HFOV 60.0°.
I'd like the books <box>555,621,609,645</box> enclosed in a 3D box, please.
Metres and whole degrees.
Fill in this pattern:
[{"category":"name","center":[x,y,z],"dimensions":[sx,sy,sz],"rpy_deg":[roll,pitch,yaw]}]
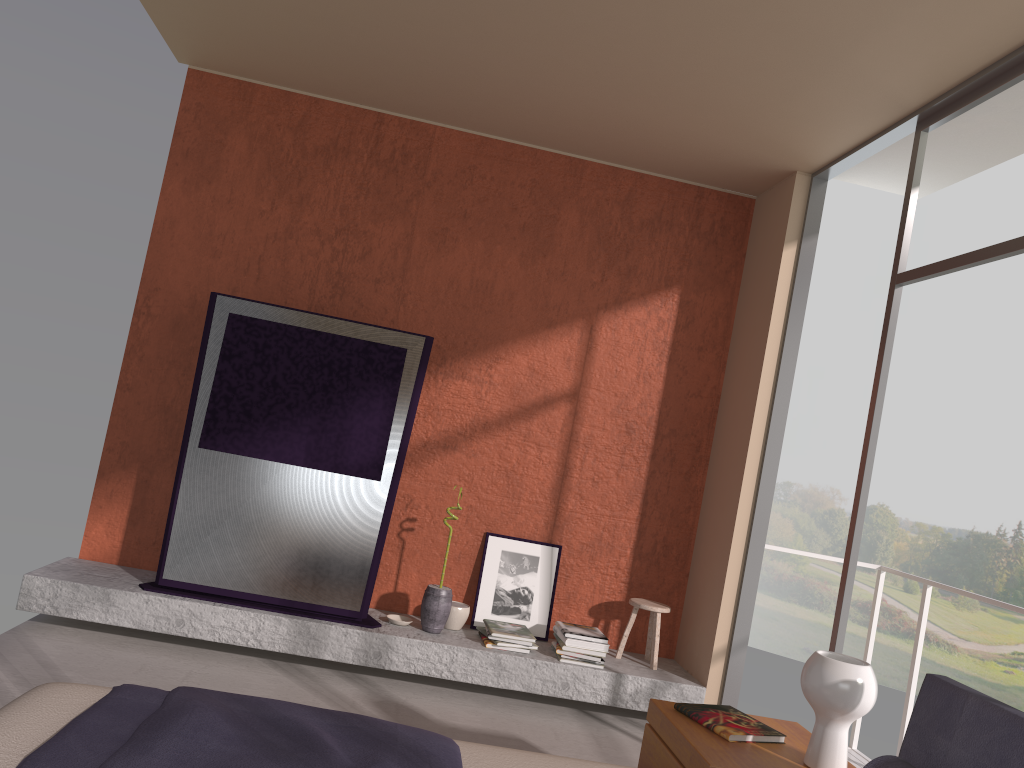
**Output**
[{"category":"books","center":[0.384,1.375,4.910],"dimensions":[0.247,0.025,0.287],"rpy_deg":[11,-4,-7]}]

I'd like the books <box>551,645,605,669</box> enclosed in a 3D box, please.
[{"category":"books","center":[0.360,1.503,4.896],"dimensions":[0.247,0.018,0.328],"rpy_deg":[11,-4,-5]}]

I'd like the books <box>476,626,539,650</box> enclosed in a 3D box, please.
[{"category":"books","center":[-0.029,1.400,4.890],"dimensions":[0.247,0.018,0.328],"rpy_deg":[12,-4,-22]}]

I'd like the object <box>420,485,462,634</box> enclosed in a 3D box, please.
[{"category":"object","center":[-0.365,0.957,4.873],"dimensions":[0.165,0.810,0.165],"rpy_deg":[10,-4,17]}]

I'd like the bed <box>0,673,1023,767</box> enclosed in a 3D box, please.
[{"category":"bed","center":[0.025,1.005,1.486],"dimensions":[2.462,0.959,2.017],"rpy_deg":[11,-4,-6]}]

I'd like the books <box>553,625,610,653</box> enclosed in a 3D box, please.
[{"category":"books","center":[0.379,1.406,4.902],"dimensions":[0.247,0.038,0.319],"rpy_deg":[12,-4,-9]}]

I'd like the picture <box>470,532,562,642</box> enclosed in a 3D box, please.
[{"category":"picture","center":[0.029,1.183,5.186],"dimensions":[0.458,0.550,0.117],"rpy_deg":[11,-4,-6]}]

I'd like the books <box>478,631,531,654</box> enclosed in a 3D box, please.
[{"category":"books","center":[-0.045,1.419,4.878],"dimensions":[0.247,0.025,0.287],"rpy_deg":[12,-4,-10]}]

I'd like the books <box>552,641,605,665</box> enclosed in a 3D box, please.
[{"category":"books","center":[0.363,1.486,4.903],"dimensions":[0.247,0.018,0.287],"rpy_deg":[11,-4,-7]}]

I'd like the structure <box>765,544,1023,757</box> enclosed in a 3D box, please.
[{"category":"structure","center":[2.087,1.273,1.071],"dimensions":[0.728,1.005,7.689],"rpy_deg":[11,-4,-6]}]

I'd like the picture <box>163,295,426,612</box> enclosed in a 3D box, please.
[{"category":"picture","center":[-1.161,0.365,4.711],"dimensions":[1.129,1.496,0.126],"rpy_deg":[11,-4,-6]}]

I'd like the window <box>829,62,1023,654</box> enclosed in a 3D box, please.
[{"category":"window","center":[1.907,0.222,0.899],"dimensions":[0.075,3.133,6.106],"rpy_deg":[11,-4,-6]}]

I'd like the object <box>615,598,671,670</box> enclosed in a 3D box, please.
[{"category":"object","center":[0.775,1.433,5.090],"dimensions":[0.257,0.349,0.260],"rpy_deg":[14,-5,-37]}]

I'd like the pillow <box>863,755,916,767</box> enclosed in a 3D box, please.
[{"category":"pillow","center":[1.067,1.033,1.598],"dimensions":[0.205,0.201,1.470],"rpy_deg":[11,-4,-6]}]

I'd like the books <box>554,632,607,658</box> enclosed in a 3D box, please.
[{"category":"books","center":[0.373,1.438,4.900],"dimensions":[0.247,0.027,0.328],"rpy_deg":[11,-4,-5]}]

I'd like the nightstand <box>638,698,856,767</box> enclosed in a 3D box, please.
[{"category":"nightstand","center":[0.751,1.435,2.869],"dimensions":[0.562,0.556,0.628],"rpy_deg":[11,-4,-6]}]

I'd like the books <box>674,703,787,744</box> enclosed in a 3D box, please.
[{"category":"books","center":[0.732,1.142,2.992],"dimensions":[0.247,0.025,0.287],"rpy_deg":[13,-4,-26]}]

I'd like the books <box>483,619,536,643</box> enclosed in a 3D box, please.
[{"category":"books","center":[-0.017,1.357,4.883],"dimensions":[0.247,0.018,0.328],"rpy_deg":[12,-4,-9]}]

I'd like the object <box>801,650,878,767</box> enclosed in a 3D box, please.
[{"category":"object","center":[0.993,1.013,2.733],"dimensions":[0.224,0.338,0.224],"rpy_deg":[11,-4,5]}]

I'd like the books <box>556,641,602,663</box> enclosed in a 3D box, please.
[{"category":"books","center":[0.366,1.463,4.879],"dimensions":[0.247,0.025,0.287],"rpy_deg":[11,-4,4]}]

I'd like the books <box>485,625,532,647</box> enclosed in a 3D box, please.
[{"category":"books","center":[-0.020,1.378,4.877],"dimensions":[0.247,0.025,0.287],"rpy_deg":[11,-4,-4]}]

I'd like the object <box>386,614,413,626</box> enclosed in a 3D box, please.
[{"category":"object","center":[-0.621,1.309,4.883],"dimensions":[0.152,0.040,0.152],"rpy_deg":[9,-4,29]}]

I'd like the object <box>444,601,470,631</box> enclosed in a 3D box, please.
[{"category":"object","center":[-0.336,1.317,5.033],"dimensions":[0.179,0.137,0.180],"rpy_deg":[11,-4,6]}]
